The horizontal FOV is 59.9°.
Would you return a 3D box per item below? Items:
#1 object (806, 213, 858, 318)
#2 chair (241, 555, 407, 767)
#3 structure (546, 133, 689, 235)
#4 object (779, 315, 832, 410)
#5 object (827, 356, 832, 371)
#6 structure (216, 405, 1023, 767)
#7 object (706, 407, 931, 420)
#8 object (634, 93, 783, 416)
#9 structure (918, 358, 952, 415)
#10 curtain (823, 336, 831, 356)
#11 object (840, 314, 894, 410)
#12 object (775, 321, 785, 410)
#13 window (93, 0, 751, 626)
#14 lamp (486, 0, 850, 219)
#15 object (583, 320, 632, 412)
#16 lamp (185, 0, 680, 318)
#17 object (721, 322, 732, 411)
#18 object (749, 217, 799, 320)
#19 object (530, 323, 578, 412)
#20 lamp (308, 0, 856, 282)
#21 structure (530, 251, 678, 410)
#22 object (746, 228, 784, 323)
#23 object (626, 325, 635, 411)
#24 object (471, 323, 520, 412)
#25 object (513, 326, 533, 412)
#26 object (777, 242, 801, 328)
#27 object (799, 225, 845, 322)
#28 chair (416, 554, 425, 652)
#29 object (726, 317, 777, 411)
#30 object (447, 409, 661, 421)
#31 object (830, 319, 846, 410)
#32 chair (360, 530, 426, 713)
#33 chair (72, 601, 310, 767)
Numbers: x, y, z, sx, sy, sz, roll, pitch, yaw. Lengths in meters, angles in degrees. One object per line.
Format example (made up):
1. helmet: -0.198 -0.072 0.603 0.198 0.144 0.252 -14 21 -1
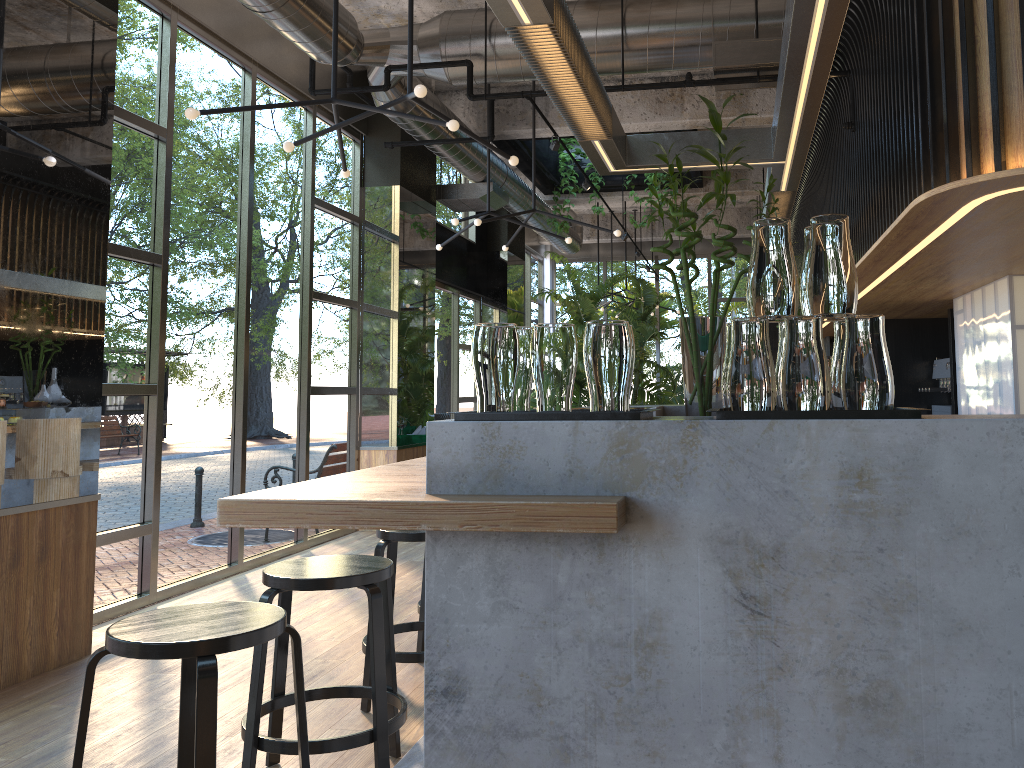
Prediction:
1. object: 0.665 -0.245 1.849 0.106 0.210 0.104 0 -4 -3
2. chair: -0.603 0.948 2.895 0.515 0.700 0.511 0 -4 1
3. structure: 1.500 -2.712 11.691 2.067 1.524 1.475 -2 -4 41
4. object: 0.607 -0.035 1.841 0.106 0.210 0.104 0 -4 -3
5. object: 1.385 -0.016 3.887 0.110 0.210 0.100 3 -5 -33
6. structure: 3.144 0.419 4.819 5.746 1.738 7.222 -1 -1 12
7. object: 0.638 0.062 1.889 0.430 0.019 0.276 -1 -1 11
8. object: 0.829 -0.534 3.796 0.657 1.558 0.596 -2 -5 17
9. structure: 4.402 0.518 8.813 0.540 1.602 0.849 -1 -4 13
10. curtain: 4.825 0.343 13.823 0.119 2.068 3.319 -1 -2 14
11. object: 0.724 -0.037 1.814 0.106 0.210 0.104 0 -4 -3
12. object: 0.627 -0.034 1.950 0.106 0.210 0.104 0 -4 -3
13. window: -0.042 -1.921 6.467 4.068 6.523 20.639 -1 -1 15
14. lamp: 2.808 -2.095 5.257 4.928 2.142 6.786 -1 -1 7
15. object: 0.204 -0.029 1.890 0.104 0.210 0.106 -1 -4 7
16. lamp: 1.299 -2.212 6.520 4.998 1.831 19.161 -1 -1 14
17. object: 0.519 -0.033 1.980 0.104 0.210 0.106 -1 -4 7
18. object: 0.553 -0.244 1.880 0.106 0.210 0.104 0 -4 -3
19. object: 0.093 -0.027 1.962 0.101 0.210 0.109 -2 -5 27
20. lamp: 1.416 -2.319 10.920 3.730 1.538 10.151 -1 -1 11
21. structure: 1.249 -0.260 13.006 2.446 3.454 2.642 0 -4 -3
22. object: 0.572 -0.243 1.970 0.106 0.210 0.104 0 -4 -3
23. object: 0.226 -0.028 2.004 0.104 0.210 0.106 -1 -4 7
24. object: -0.036 -0.026 1.933 0.101 0.210 0.109 -2 -5 27
25. object: 0.003 -0.025 2.037 0.101 0.210 0.109 -2 -5 27
26. object: 2.488 -0.502 7.725 0.611 1.558 0.640 4 -6 -39
27. object: 0.688 -0.244 1.960 0.106 0.210 0.104 0 -4 -3
28. chair: -0.207 0.962 4.425 0.509 0.700 0.517 -1 -4 8
29. object: 0.503 -0.034 1.869 0.104 0.210 0.106 -1 -4 7
30. object: 0.104 0.069 1.979 0.430 0.019 0.276 -1 -1 11
31. object: 0.743 -0.035 1.931 0.106 0.210 0.104 0 -4 -3
32. chair: -0.372 0.956 3.788 0.513 0.700 0.513 0 -4 3
33. chair: -0.783 0.941 2.195 0.496 0.700 0.531 -2 -4 26
